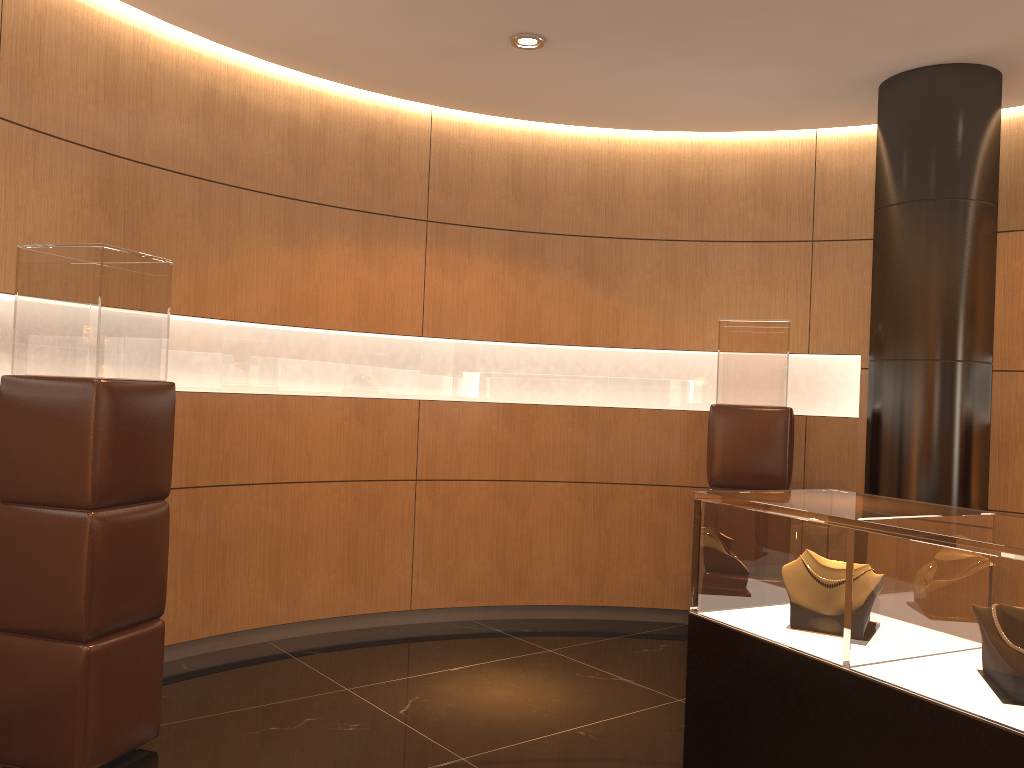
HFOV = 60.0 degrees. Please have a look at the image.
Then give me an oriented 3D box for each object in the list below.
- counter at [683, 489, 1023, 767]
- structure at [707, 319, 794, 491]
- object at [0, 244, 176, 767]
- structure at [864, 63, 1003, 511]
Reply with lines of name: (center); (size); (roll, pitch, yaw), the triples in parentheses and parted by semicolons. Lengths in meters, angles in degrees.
counter: (1.386, 0.941, 1.778); (0.615, 1.173, 2.514); (3, -1, -28)
structure: (1.424, 0.628, 5.332); (0.498, 2.000, 0.484); (2, -1, 17)
object: (-1.695, 0.475, 3.525); (0.498, 2.000, 0.484); (2, -1, 16)
structure: (2.285, -0.059, 4.862); (0.613, 3.430, 0.613); (3, -1, -23)
